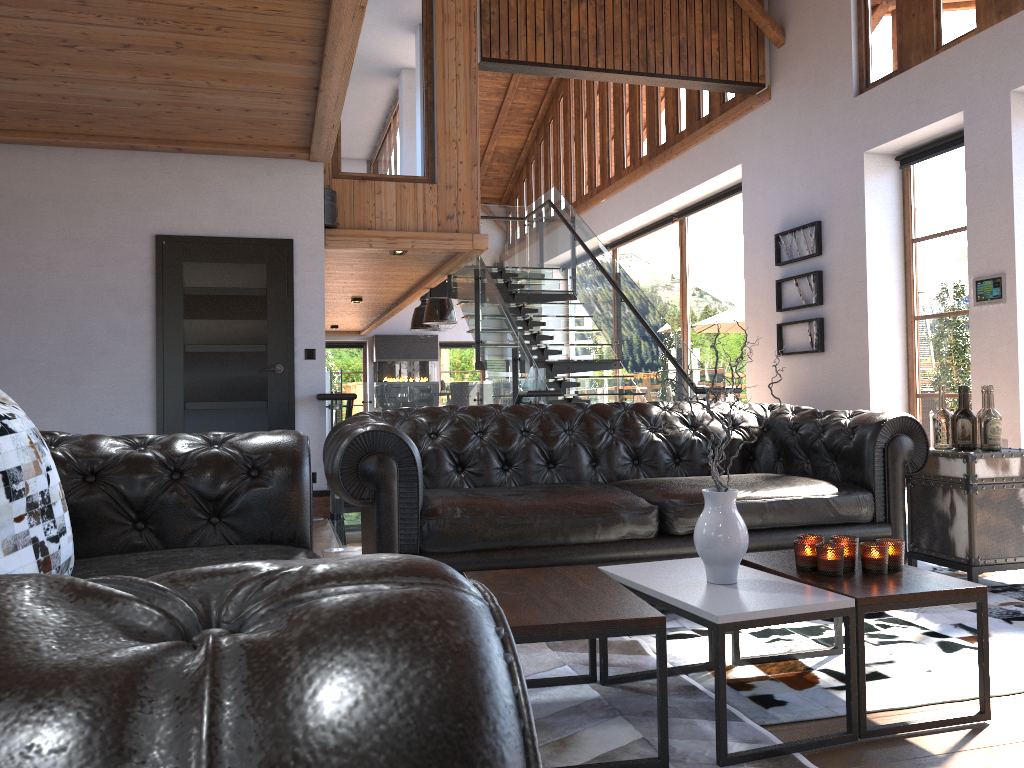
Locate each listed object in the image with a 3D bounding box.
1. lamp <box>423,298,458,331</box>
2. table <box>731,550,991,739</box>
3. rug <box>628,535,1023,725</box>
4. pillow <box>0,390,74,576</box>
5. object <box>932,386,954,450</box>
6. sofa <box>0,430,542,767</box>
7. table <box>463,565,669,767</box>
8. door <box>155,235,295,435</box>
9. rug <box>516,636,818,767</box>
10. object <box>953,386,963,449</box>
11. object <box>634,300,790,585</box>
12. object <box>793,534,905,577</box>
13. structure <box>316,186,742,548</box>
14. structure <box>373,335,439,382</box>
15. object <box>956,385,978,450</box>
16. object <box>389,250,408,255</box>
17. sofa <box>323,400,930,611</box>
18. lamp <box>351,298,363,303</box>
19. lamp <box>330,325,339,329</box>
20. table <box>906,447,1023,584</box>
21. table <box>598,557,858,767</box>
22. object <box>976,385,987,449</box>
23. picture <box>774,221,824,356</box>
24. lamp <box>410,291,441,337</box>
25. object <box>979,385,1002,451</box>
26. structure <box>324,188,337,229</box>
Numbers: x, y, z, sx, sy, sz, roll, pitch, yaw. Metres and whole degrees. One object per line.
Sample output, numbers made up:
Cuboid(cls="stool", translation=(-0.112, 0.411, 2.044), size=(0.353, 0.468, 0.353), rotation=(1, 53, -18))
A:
Cuboid(cls="lamp", translation=(-1.305, -3.280, 15.760), size=(0.615, 4.686, 0.628), rotation=(-2, -2, 29))
Cuboid(cls="table", translation=(0.976, 0.714, 2.582), size=(0.403, 0.350, 0.646), rotation=(-1, -1, -15))
Cuboid(cls="rug", translation=(2.191, 0.868, 3.996), size=(3.832, 0.053, 2.416), rotation=(-1, -1, -15))
Cuboid(cls="pillow", translation=(-0.973, 0.185, 1.611), size=(0.285, 0.469, 0.525), rotation=(-1, -1, -12))
Cuboid(cls="object", translation=(1.952, 0.151, 4.015), size=(0.089, 0.286, 0.086), rotation=(0, -2, -39))
Cuboid(cls="sofa", translation=(-0.870, 0.492, 1.428), size=(1.247, 0.838, 2.548), rotation=(-1, -1, -16))
Cuboid(cls="table", translation=(0.110, 0.724, 2.341), size=(0.402, 0.350, 0.647), rotation=(-1, -1, -10))
Cuboid(cls="door", translation=(-2.054, -0.033, 6.388), size=(0.947, 2.056, 0.143), rotation=(0, -2, -16))
Cuboid(cls="rug", translation=(-0.549, 0.887, 2.061), size=(2.447, 0.053, 4.018), rotation=(-1, -1, -15))
Cuboid(cls="object", translation=(2.053, 0.150, 4.040), size=(0.086, 0.286, 0.088), rotation=(-2, -2, 24))
Cuboid(cls="object", translation=(0.582, 0.139, 2.485), size=(0.407, 0.808, 0.618), rotation=(-1, -1, -4))
Cuboid(cls="object", translation=(0.977, 0.498, 2.570), size=(0.299, 0.081, 0.248), rotation=(-1, -1, 23))
Cuboid(cls="structure", translation=(1.869, 0.605, 11.504), size=(9.270, 6.400, 10.953), rotation=(-1, -1, -15))
Cuboid(cls="structure", translation=(-2.437, -0.295, 20.381), size=(1.454, 1.650, 0.430), rotation=(-1, -1, -16))
Cuboid(cls="object", translation=(2.022, 0.149, 3.946), size=(0.088, 0.286, 0.086), rotation=(0, -2, -38))
Cuboid(cls="object", translation=(-1.146, -1.354, 8.952), size=(0.156, 0.068, 0.259), rotation=(-1, -1, -15))
Cuboid(cls="sofa", translation=(0.445, 0.503, 4.019), size=(2.583, 0.838, 1.231), rotation=(-1, -1, -17))
Cuboid(cls="lamp", translation=(-2.365, -1.278, 13.503), size=(0.156, 0.068, 0.259), rotation=(-1, -1, -15))
Cuboid(cls="lamp", translation=(-3.723, -1.194, 18.578), size=(0.156, 0.068, 0.259), rotation=(-1, -1, -15))
Cuboid(cls="table", translation=(2.059, 0.592, 3.949), size=(0.408, 0.609, 0.415), rotation=(-1, -1, -16))
Cuboid(cls="table", translation=(0.559, 0.718, 2.435), size=(0.403, 0.350, 0.645), rotation=(-1, -1, -20))
Cuboid(cls="object", translation=(2.133, 0.148, 3.995), size=(0.088, 0.286, 0.087), rotation=(-1, -1, -3))
Cuboid(cls="picture", translation=(2.975, -0.967, 9.204), size=(0.059, 1.312, 0.769), rotation=(0, -1, -15))
Cuboid(cls="lamp", translation=(-1.714, -3.254, 17.288), size=(0.615, 4.686, 0.628), rotation=(-2, -2, 29))
Cuboid(cls="object", translation=(2.096, 0.147, 3.883), size=(0.088, 0.286, 0.087), rotation=(-1, -1, -5))
Cuboid(cls="structure", translation=(-1.738, -1.634, 8.259), size=(0.215, 0.349, 0.212), rotation=(-1, -1, -16))
